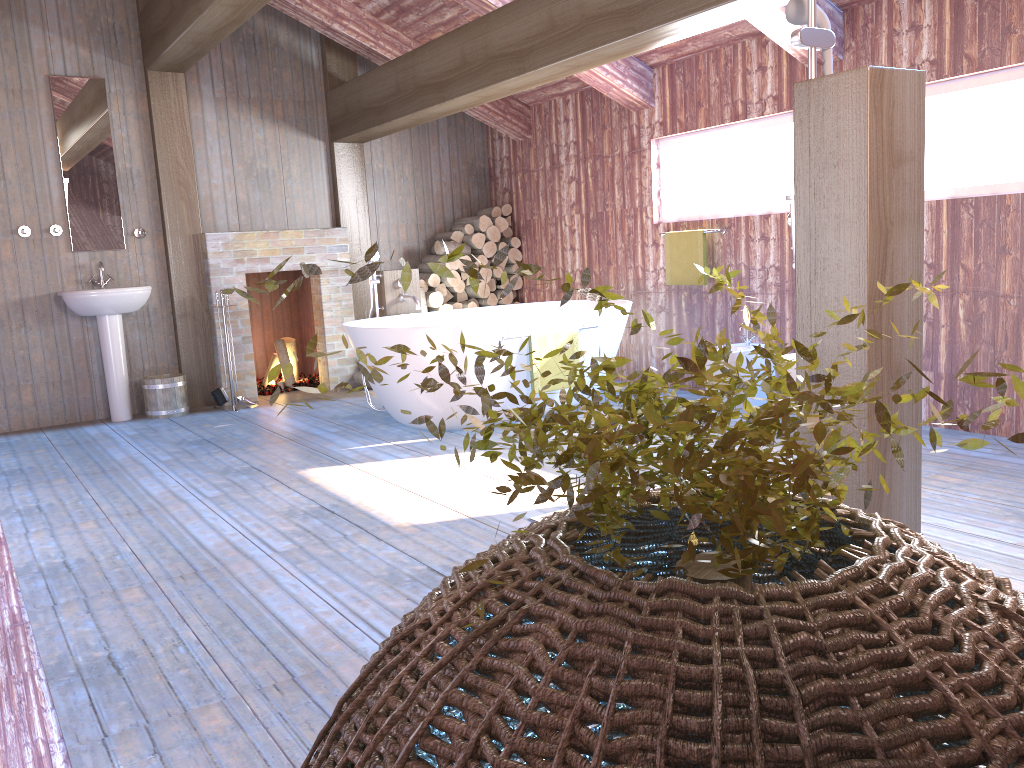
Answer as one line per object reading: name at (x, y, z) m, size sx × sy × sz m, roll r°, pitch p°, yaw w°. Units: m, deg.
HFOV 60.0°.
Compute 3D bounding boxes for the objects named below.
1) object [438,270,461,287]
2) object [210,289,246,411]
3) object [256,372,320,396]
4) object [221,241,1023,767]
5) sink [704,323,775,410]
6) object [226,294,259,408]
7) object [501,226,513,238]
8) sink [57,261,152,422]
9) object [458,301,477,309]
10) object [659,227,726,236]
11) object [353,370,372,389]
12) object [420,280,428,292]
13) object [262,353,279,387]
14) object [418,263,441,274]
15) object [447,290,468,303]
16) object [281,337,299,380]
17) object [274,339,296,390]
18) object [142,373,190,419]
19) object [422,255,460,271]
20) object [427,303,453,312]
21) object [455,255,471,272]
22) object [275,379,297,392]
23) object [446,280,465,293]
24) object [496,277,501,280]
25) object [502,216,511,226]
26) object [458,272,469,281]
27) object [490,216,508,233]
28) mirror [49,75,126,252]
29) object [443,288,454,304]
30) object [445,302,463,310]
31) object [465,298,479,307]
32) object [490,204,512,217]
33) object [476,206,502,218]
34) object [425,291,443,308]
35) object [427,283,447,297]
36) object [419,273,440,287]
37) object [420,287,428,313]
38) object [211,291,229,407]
object at (-0.610, -0.898, 7.572) m, size 0.141 × 0.143 × 0.437 m, roll -9°, pitch 10°, yaw -34°
object at (-2.138, -0.255, 6.575) m, size 0.276 × 0.888 × 0.333 m, roll -2°, pitch 9°, yaw 9°
object at (-2.050, -0.013, 7.722) m, size 0.935 × 0.085 × 0.829 m, roll 4°, pitch 11°, yaw 39°
object at (0.212, 0.379, 0.916) m, size 0.970 × 1.073 × 0.972 m, roll 3°, pitch 11°, yaw 38°
sink at (1.347, -0.107, 5.458) m, size 0.515 × 0.517 × 0.335 m, roll -9°, pitch 10°, yaw -31°
object at (-2.039, -0.256, 6.562) m, size 0.206 × 0.871 × 0.126 m, roll -2°, pitch 9°, yaw 10°
object at (-0.110, -1.350, 7.895) m, size 0.107 × 0.115 × 0.269 m, roll -9°, pitch 10°, yaw -31°
sink at (-2.810, -0.293, 6.254) m, size 0.582 × 1.143 × 0.475 m, roll -9°, pitch 10°, yaw -33°
object at (-0.458, -0.670, 7.697) m, size 0.098 × 0.100 × 0.437 m, roll -9°, pitch 10°, yaw -34°
object at (1.181, -1.009, 5.911) m, size 0.091 × 0.043 × 0.581 m, roll -9°, pitch 10°, yaw -31°
object at (-1.201, -0.038, 7.270) m, size 0.141 × 0.143 × 0.437 m, roll -9°, pitch 10°, yaw -34°
object at (-0.833, -0.824, 7.486) m, size 0.114 × 0.113 × 0.301 m, roll -9°, pitch 10°, yaw -34°
object at (-2.027, -0.110, 7.541) m, size 0.221 × 0.306 × 0.121 m, roll -4°, pitch 9°, yaw -5°
object at (-0.691, -0.976, 7.522) m, size 0.106 × 0.112 × 0.282 m, roll -9°, pitch 10°, yaw -31°
object at (-0.513, -0.775, 7.770) m, size 0.104 × 0.127 × 0.321 m, roll -9°, pitch 10°, yaw -32°
object at (-1.927, -0.178, 7.674) m, size 0.140 × 0.459 × 0.266 m, roll -6°, pitch 9°, yaw -15°
object at (-1.895, -0.157, 7.424) m, size 0.098 × 0.434 × 0.283 m, roll -9°, pitch 10°, yaw -34°
object at (-2.519, 0.087, 6.456) m, size 0.309 × 0.290 × 0.308 m, roll -7°, pitch 9°, yaw -22°
object at (-0.610, -1.035, 7.563) m, size 0.135 × 0.145 × 0.439 m, roll -9°, pitch 10°, yaw -32°
object at (-0.672, -0.628, 7.583) m, size 0.139 × 0.148 × 0.458 m, roll -9°, pitch 10°, yaw -32°
object at (-0.514, -1.037, 7.626) m, size 0.138 × 0.147 × 0.440 m, roll -9°, pitch 10°, yaw -32°
object at (-1.896, 0.005, 7.452) m, size 0.085 × 0.084 × 0.278 m, roll -1°, pitch 9°, yaw 14°
object at (-0.523, -0.847, 7.632) m, size 0.115 × 0.123 × 0.291 m, roll -9°, pitch 10°, yaw -31°
object at (-0.165, -0.951, 7.845) m, size 0.067 × 0.069 × 0.177 m, roll -9°, pitch 10°, yaw -32°
object at (-0.117, -1.448, 7.898) m, size 0.081 × 0.100 × 0.281 m, roll -9°, pitch 10°, yaw -32°
object at (-0.469, -0.932, 7.661) m, size 0.088 × 0.092 × 0.280 m, roll -9°, pitch 10°, yaw -31°
object at (-0.207, -1.392, 7.808) m, size 0.133 × 0.142 × 0.456 m, roll -9°, pitch 10°, yaw -31°
mirror at (-2.984, -1.544, 6.250) m, size 0.350 × 1.199 × 0.009 m, roll -9°, pitch 10°, yaw -32°
object at (-0.638, -0.770, 7.686) m, size 0.128 × 0.150 × 0.323 m, roll -9°, pitch 10°, yaw -32°
object at (-0.546, -0.653, 7.647) m, size 0.114 × 0.120 × 0.303 m, roll -9°, pitch 10°, yaw -31°
object at (-0.419, -0.703, 7.839) m, size 0.116 × 0.118 × 0.289 m, roll -9°, pitch 10°, yaw -34°
object at (-0.117, -1.530, 7.871) m, size 0.112 × 0.113 × 0.271 m, roll -9°, pitch 10°, yaw -32°
object at (-0.204, -1.493, 7.816) m, size 0.104 × 0.121 × 0.270 m, roll -9°, pitch 10°, yaw -31°
object at (-0.744, -0.722, 7.507) m, size 0.138 × 0.147 × 0.440 m, roll -9°, pitch 10°, yaw -32°
object at (-0.678, -0.799, 7.552) m, size 0.111 × 0.113 × 0.301 m, roll -9°, pitch 10°, yaw -33°
object at (-0.723, -0.878, 7.494) m, size 0.115 × 0.123 × 0.291 m, roll -9°, pitch 10°, yaw -31°
object at (-0.758, -0.648, 7.301) m, size 0.147 × 0.298 × 0.109 m, roll -8°, pitch 10°, yaw -29°
object at (-2.170, -0.251, 6.493) m, size 0.062 × 0.846 × 0.136 m, roll 3°, pitch 11°, yaw 38°
